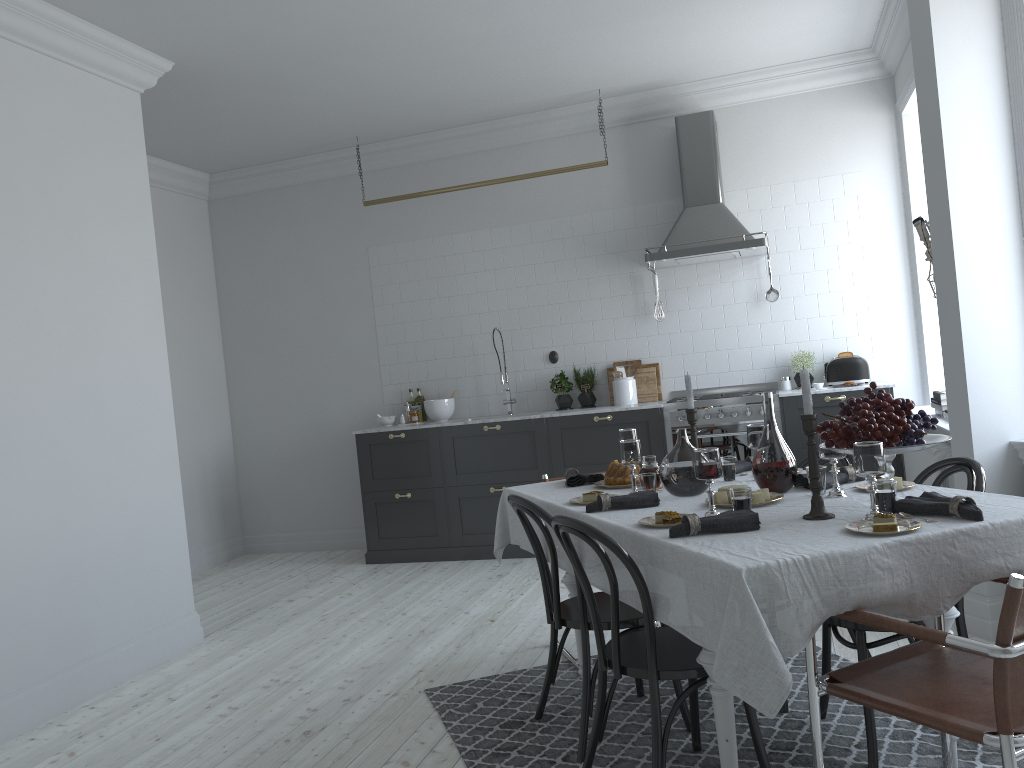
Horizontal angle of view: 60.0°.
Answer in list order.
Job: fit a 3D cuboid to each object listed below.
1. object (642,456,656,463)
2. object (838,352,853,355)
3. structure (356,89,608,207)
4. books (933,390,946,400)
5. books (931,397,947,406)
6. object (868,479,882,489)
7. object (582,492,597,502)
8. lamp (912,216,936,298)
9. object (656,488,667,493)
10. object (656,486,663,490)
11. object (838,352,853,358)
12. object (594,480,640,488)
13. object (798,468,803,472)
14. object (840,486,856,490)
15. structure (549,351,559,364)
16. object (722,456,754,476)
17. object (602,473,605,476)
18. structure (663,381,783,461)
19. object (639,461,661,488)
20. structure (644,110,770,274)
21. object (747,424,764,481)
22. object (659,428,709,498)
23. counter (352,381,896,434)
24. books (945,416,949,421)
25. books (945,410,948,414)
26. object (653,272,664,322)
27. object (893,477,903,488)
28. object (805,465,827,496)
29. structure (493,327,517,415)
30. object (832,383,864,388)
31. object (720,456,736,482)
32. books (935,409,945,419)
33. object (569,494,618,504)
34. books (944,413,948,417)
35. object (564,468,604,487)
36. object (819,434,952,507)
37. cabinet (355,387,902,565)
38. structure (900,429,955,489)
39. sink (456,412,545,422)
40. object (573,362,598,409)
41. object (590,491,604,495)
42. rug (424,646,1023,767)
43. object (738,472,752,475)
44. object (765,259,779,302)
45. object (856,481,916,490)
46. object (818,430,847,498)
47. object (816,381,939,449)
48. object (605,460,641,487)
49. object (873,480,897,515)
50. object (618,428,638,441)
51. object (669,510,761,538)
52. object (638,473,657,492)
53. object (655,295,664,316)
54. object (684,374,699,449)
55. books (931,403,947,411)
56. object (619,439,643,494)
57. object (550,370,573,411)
[{"bbox_3d":[0.586,0.357,3.787,0.066,0.094,0.066,-6,1,6],"label":"object"},{"bbox_3d":[2.377,-0.175,6.310,0.107,0.110,0.010,-6,1,21],"label":"object"},{"bbox_3d":[-0.271,-1.776,6.744,1.988,0.556,0.053,-6,1,17],"label":"structure"},{"bbox_3d":[2.664,0.058,5.270,0.259,0.038,0.325,-6,1,19],"label":"books"},{"bbox_3d":[2.668,0.092,5.257,0.287,0.031,0.351,-6,1,17],"label":"books"},{"bbox_3d":[1.209,0.328,2.924,0.039,0.040,0.078,-6,1,-9],"label":"object"},{"bbox_3d":[0.290,0.420,3.290,0.057,0.037,0.021,-6,1,7],"label":"object"},{"bbox_3d":[2.014,-0.306,4.089,0.131,0.977,0.312,-6,1,-9],"label":"lamp"},{"bbox_3d":[0.584,0.403,3.397,0.150,0.009,0.075,-6,1,-38],"label":"object"},{"bbox_3d":[0.568,0.391,3.384,0.167,0.031,0.031,-6,1,-38],"label":"object"},{"bbox_3d":[2.349,-0.167,6.238,0.107,0.110,0.010,-6,1,21],"label":"object"},{"bbox_3d":[0.466,0.410,3.667,0.251,0.018,0.251,-6,1,17],"label":"object"},{"bbox_3d":[1.061,0.351,3.521,0.182,0.013,0.182,-6,1,17],"label":"object"},{"bbox_3d":[1.126,0.350,2.987,0.131,0.012,0.031,-6,1,-31],"label":"object"},{"bbox_3d":[0.326,-0.211,7.005,0.079,0.103,0.032,-6,1,17],"label":"structure"},{"bbox_3d":[0.930,0.340,3.725,0.247,0.061,0.165,-6,1,-34],"label":"object"},{"bbox_3d":[0.489,0.406,3.983,0.182,0.013,0.182,-6,1,17],"label":"object"},{"bbox_3d":[1.552,0.575,6.347,0.779,1.096,0.651,-6,1,17],"label":"structure"},{"bbox_3d":[0.549,0.359,3.500,0.091,0.101,0.091,-6,1,-28],"label":"object"},{"bbox_3d":[1.361,-1.397,6.366,0.843,1.079,0.567,-6,1,17],"label":"structure"},{"bbox_3d":[0.951,0.264,3.405,0.083,0.215,0.083,-6,1,22],"label":"object"},{"bbox_3d":[0.624,0.284,3.202,0.194,0.245,0.194,-6,1,0],"label":"object"},{"bbox_3d":[0.712,0.183,6.596,3.902,0.020,0.624,-6,1,17],"label":"counter"},{"bbox_3d":[2.563,0.187,4.905,0.254,0.019,0.343,-6,1,17],"label":"books"},{"bbox_3d":[2.570,0.150,4.904,0.274,0.016,0.341,-6,1,18],"label":"books"},{"bbox_3d":[1.090,-0.655,6.653,0.074,0.381,0.076,-6,1,-3],"label":"object"},{"bbox_3d":[1.251,0.325,2.935,0.040,0.039,0.077,-6,1,-13],"label":"object"},{"bbox_3d":[1.010,0.321,2.935,0.066,0.094,0.066,-6,1,28],"label":"object"},{"bbox_3d":[-0.074,-0.096,6.900,0.100,0.692,0.266,-6,1,17],"label":"structure"},{"bbox_3d":[2.282,0.011,6.027,0.209,0.011,0.209,-6,1,-35],"label":"object"},{"bbox_3d":[0.846,0.333,3.466,0.066,0.094,0.066,-6,1,6],"label":"object"},{"bbox_3d":[2.673,0.160,5.259,0.259,0.044,0.351,-6,1,19],"label":"books"},{"bbox_3d":[0.304,0.431,3.296,0.182,0.013,0.182,-6,1,32],"label":"object"},{"bbox_3d":[2.564,0.168,4.910,0.254,0.019,0.337,-6,1,15],"label":"books"},{"bbox_3d":[0.260,0.408,3.866,0.165,0.061,0.247,-6,1,-34],"label":"object"},{"bbox_3d":[1.123,0.264,2.656,0.367,0.188,0.367,-6,1,-32],"label":"object"},{"bbox_3d":[0.763,0.696,6.589,3.897,1.012,0.646,-6,1,17],"label":"cabinet"},{"bbox_3d":[2.559,0.677,5.371,0.245,0.753,1.673,-6,1,17],"label":"structure"},{"bbox_3d":[-0.077,0.353,6.792,0.669,0.203,0.384,-6,1,17],"label":"sink"},{"bbox_3d":[0.563,0.002,6.817,0.196,0.367,0.186,-6,1,-28],"label":"object"},{"bbox_3d":[0.315,0.417,3.312,0.057,0.037,0.021,-6,1,35],"label":"object"},{"bbox_3d":[0.709,1.231,3.100,1.701,0.021,2.166,-6,1,-15],"label":"rug"},{"bbox_3d":[0.969,0.360,3.606,0.131,0.012,0.031,-6,1,-31],"label":"object"},{"bbox_3d":[1.878,-0.758,6.438,0.101,0.331,0.030,-6,1,27],"label":"object"},{"bbox_3d":[1.231,0.339,2.923,0.182,0.013,0.182,-6,1,17],"label":"object"},{"bbox_3d":[1.042,0.259,2.872,0.083,0.215,0.083,-6,1,12],"label":"object"},{"bbox_3d":[1.101,0.101,2.643,0.347,0.215,0.318,-6,1,-21],"label":"object"},{"bbox_3d":[0.452,0.370,3.663,0.191,0.105,0.164,-5,1,36],"label":"object"},{"bbox_3d":[1.051,0.321,2.493,0.066,0.094,0.066,-6,1,6],"label":"object"},{"bbox_3d":[0.512,0.305,3.856,0.083,0.215,0.083,-6,1,22],"label":"object"},{"bbox_3d":[0.579,0.388,2.483,0.247,0.061,0.165,-6,1,-34],"label":"object"},{"bbox_3d":[0.493,0.371,3.200,0.066,0.094,0.066,-6,1,6],"label":"object"},{"bbox_3d":[1.096,-0.680,6.685,0.066,0.332,0.024,-6,1,22],"label":"object"},{"bbox_3d":[0.702,0.178,3.432,0.089,0.432,0.089,-5,1,39],"label":"object"},{"bbox_3d":[2.664,0.123,5.272,0.259,0.031,0.328,-6,1,15],"label":"books"},{"bbox_3d":[0.447,0.316,3.288,0.083,0.215,0.083,-6,1,22],"label":"object"},{"bbox_3d":[0.385,0.048,6.887,0.172,0.311,0.179,-6,1,28],"label":"object"}]
